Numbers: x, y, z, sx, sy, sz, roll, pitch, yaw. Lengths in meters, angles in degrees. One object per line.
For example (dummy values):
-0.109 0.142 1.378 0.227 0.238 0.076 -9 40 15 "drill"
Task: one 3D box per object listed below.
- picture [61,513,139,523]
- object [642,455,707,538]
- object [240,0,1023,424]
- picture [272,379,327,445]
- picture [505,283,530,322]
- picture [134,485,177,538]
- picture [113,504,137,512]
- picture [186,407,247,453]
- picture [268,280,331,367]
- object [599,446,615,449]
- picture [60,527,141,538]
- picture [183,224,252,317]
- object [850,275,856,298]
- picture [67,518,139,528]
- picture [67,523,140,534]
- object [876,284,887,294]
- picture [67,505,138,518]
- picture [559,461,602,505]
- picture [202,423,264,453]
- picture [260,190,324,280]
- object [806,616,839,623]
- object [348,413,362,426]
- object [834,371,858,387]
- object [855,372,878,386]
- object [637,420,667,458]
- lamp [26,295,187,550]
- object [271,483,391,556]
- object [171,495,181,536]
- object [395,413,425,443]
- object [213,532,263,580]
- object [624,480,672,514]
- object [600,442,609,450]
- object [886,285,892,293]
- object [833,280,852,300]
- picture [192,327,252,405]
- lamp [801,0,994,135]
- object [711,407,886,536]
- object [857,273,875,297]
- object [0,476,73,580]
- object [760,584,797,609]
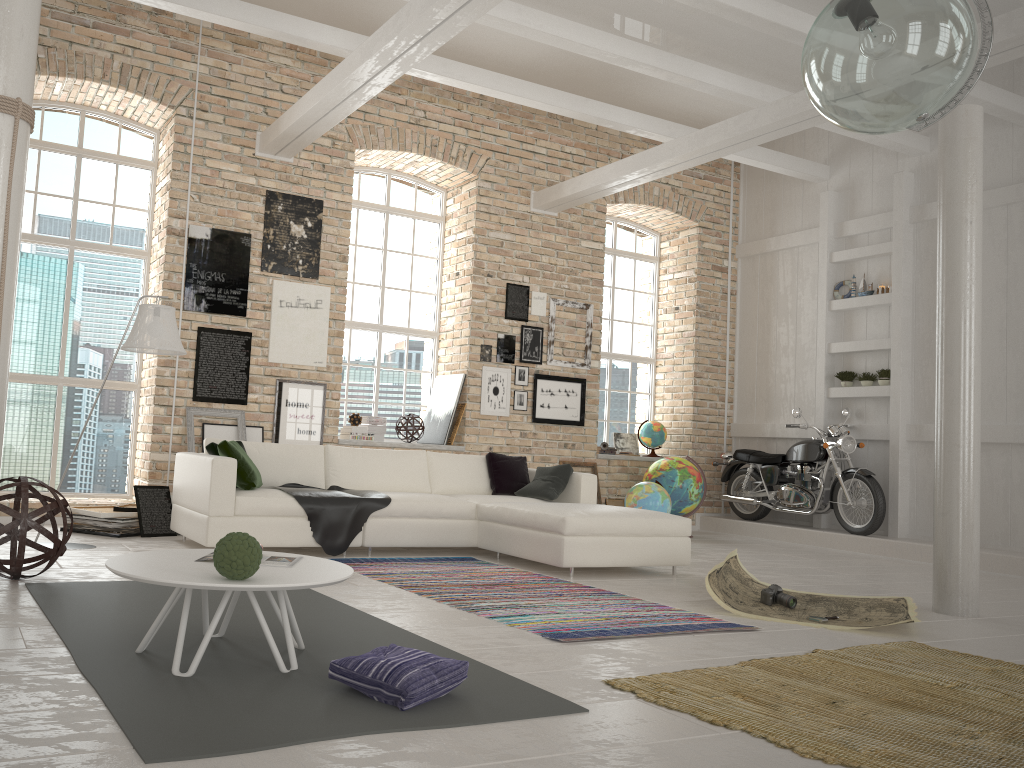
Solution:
-3.163 1.064 7.262 0.613 0.048 0.751 2 -4 17 "picture"
1.772 1.240 9.836 0.699 0.924 0.612 0 -5 35 "object"
1.430 -1.139 4.503 9.566 4.797 12.543 6 -5 -31 "object"
-2.023 0.349 8.476 0.490 0.756 0.013 5 -5 -28 "picture"
0.059 -0.882 9.654 0.279 0.394 0.019 5 -5 -28 "picture"
-2.827 1.011 7.068 0.205 0.404 0.308 0 -5 38 "picture"
-3.066 1.014 7.315 0.289 0.048 0.387 4 -4 -4 "picture"
-2.637 0.509 7.981 0.514 0.582 0.300 5 -5 -29 "picture"
-2.027 -0.572 8.515 0.557 0.784 0.039 5 -5 -28 "picture"
1.070 0.744 10.433 0.202 0.021 0.168 6 -5 -30 "object"
-3.158 1.177 7.236 0.615 0.048 0.749 2 -5 19 "picture"
-2.699 -1.034 8.182 0.558 0.785 0.039 5 -5 -28 "picture"
3.713 -1.058 9.686 0.070 0.267 0.065 2 -4 14 "object"
-3.140 1.105 7.267 0.624 0.048 0.736 1 -5 29 "picture"
-3.182 1.140 7.265 0.598 0.048 0.770 3 -4 5 "picture"
3.898 -0.993 9.398 0.103 0.120 0.111 4 -4 -13 "object"
-3.145 1.026 7.240 0.627 0.048 0.732 0 -5 37 "picture"
0.775 1.235 9.821 0.478 0.748 0.235 5 -5 -29 "picture"
-2.536 0.654 8.109 0.544 0.568 0.155 5 -5 -28 "picture"
-2.104 -1.422 8.537 0.556 0.783 0.039 5 -5 -28 "picture"
1.710 1.275 4.846 0.214 0.019 0.103 6 -5 -33 "object"
-1.577 0.359 8.964 0.142 0.137 0.144 3 -4 -3 "object"
3.613 -0.054 9.642 0.244 0.180 0.238 1 -5 30 "object"
3.763 -0.049 9.445 0.217 0.158 0.238 6 -5 -38 "object"
1.713 0.667 10.840 0.313 0.465 0.346 5 -5 -25 "object"
-2.798 0.249 6.216 1.018 1.775 0.444 2 -4 6 "lamp"
-1.432 1.000 6.660 0.843 0.464 0.822 6 -5 -32 "object"
-2.780 1.057 7.139 0.166 0.331 0.252 0 -5 38 "object"
-1.051 0.456 9.180 0.286 0.307 0.327 6 -5 -39 "object"
-0.922 0.580 3.003 0.175 0.164 0.150 0 -5 36 "object"
1.331 1.257 8.748 0.460 0.631 0.435 2 -4 10 "object"
1.090 0.729 10.467 0.097 0.090 0.465 2 -4 8 "object"
3.962 -0.981 9.294 0.111 0.088 0.103 2 -4 11 "object"
3.656 -1.032 9.814 0.066 0.229 0.250 6 -5 -40 "object"
-2.659 -0.161 8.180 0.483 0.680 0.068 5 -5 -28 "picture"
1.236 -1.590 2.927 0.486 1.598 0.519 4 -4 -16 "lamp"
3.106 0.902 9.749 0.764 1.328 2.306 6 -5 -36 "object"
3.781 -1.063 9.523 0.061 0.261 0.242 4 -4 -19 "object"
-2.616 0.762 4.732 0.581 0.543 0.503 0 -5 35 "object"
1.578 1.248 5.250 0.140 0.124 0.179 5 -5 -31 "object"
